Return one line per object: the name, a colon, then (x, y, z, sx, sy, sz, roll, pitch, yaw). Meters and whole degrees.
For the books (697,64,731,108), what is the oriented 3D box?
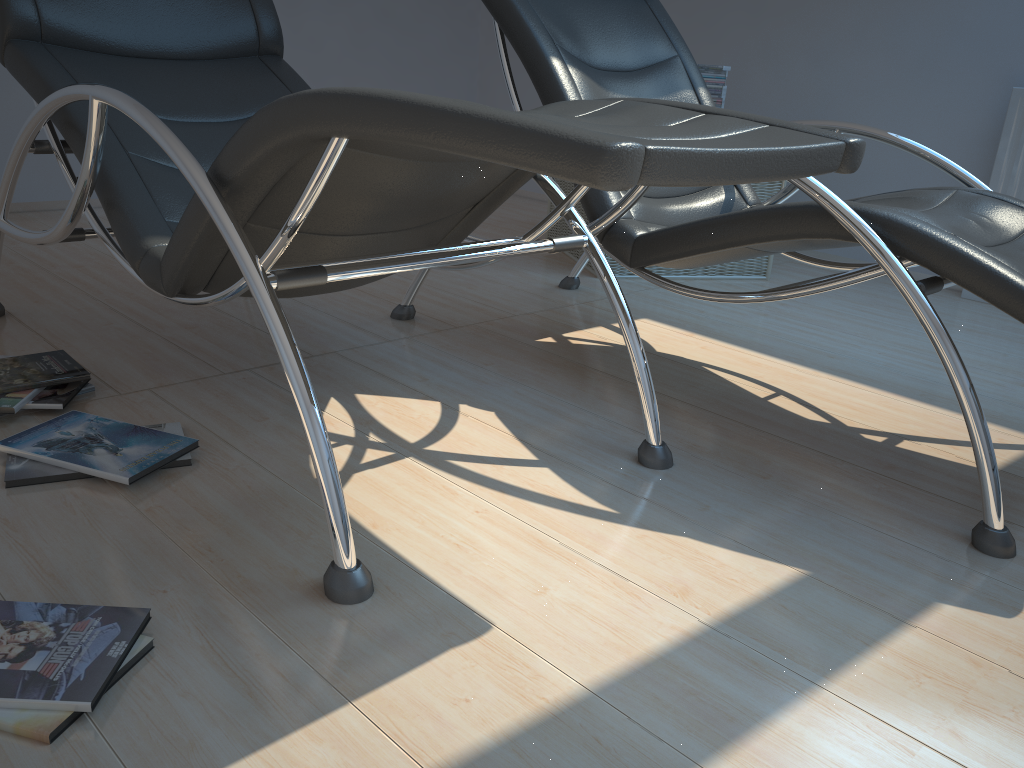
books: (0.768, -1.108, 3.521, 0.149, 0.300, 0.149, 10, 21, 14)

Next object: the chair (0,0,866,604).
chair: (-0.432, -0.416, 1.887, 0.836, 0.953, 2.114, -15, 28, -42)

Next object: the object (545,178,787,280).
object: (0.615, -0.779, 3.744, 0.745, 0.518, 0.744, -1, 21, -15)

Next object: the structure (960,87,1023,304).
structure: (2.317, -0.536, 3.002, 0.120, 0.800, 1.324, -15, 28, -42)

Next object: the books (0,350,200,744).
books: (0.985, 0.347, 1.157, 4.790, 0.222, 1.045, 8, 20, 11)

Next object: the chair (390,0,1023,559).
chair: (0.628, -0.595, 2.159, 0.836, 1.251, 1.938, -15, 28, -42)
